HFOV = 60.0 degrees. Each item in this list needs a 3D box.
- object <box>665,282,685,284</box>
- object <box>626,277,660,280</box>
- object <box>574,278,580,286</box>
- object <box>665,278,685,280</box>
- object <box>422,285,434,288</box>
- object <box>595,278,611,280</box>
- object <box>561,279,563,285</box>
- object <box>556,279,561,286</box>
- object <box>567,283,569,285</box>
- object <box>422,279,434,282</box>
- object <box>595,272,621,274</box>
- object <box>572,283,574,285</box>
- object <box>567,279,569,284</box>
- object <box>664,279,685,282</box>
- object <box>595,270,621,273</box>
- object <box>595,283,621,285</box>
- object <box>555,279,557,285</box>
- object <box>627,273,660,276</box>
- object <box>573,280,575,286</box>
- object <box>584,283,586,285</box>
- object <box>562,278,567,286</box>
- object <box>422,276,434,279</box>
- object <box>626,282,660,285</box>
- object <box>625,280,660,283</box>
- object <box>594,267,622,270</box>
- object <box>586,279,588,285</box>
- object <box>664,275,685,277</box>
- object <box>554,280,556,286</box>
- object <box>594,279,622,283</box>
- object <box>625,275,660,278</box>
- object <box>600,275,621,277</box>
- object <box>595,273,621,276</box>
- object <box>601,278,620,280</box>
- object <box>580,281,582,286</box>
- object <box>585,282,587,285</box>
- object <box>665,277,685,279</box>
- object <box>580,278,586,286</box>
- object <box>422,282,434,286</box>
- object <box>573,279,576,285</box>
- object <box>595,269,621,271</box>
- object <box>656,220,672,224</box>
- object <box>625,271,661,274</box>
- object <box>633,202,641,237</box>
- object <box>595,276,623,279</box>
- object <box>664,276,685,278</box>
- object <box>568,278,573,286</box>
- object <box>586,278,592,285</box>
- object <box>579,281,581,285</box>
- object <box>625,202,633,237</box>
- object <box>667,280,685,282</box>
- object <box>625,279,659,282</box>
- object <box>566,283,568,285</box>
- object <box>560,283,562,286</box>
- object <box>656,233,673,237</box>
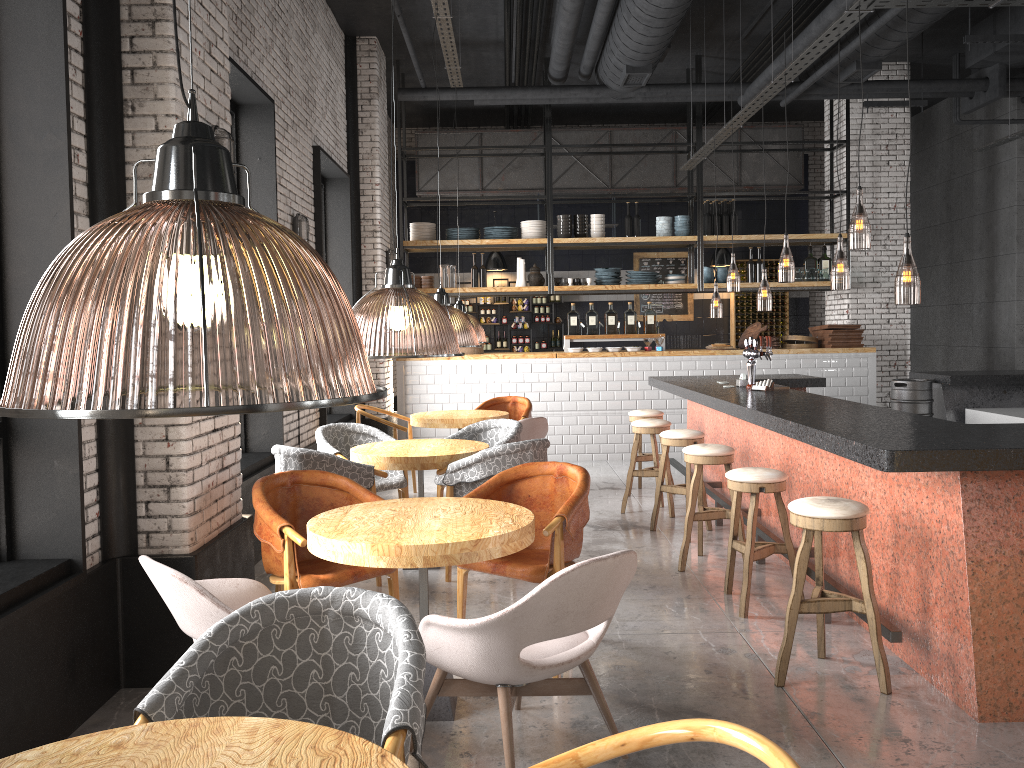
[{"bbox_3d":[2.111,-1.298,11.491,0.263,0.026,0.263,1,4,35],"label":"object"},{"bbox_3d":[1.695,-1.362,11.485,0.454,0.062,0.453,2,5,44],"label":"object"},{"bbox_3d":[0.825,-1.293,11.265,0.072,0.097,0.072,0,3,20],"label":"object"},{"bbox_3d":[2.110,-1.353,11.489,0.263,0.032,0.263,-4,4,-42],"label":"object"},{"bbox_3d":[-1.091,-1.249,11.502,0.157,0.053,0.168,-1,3,5],"label":"object"},{"bbox_3d":[1.244,-1.348,11.485,0.334,0.045,0.335,-1,3,-4],"label":"object"},{"bbox_3d":[0.664,-1.297,11.381,0.072,0.097,0.072,-2,3,-14],"label":"object"},{"bbox_3d":[0.587,-1.289,11.264,0.072,0.097,0.072,0,3,23],"label":"object"},{"bbox_3d":[0.742,-1.305,11.498,0.072,0.097,0.072,-2,3,-12],"label":"object"},{"bbox_3d":[-1.092,-1.330,11.499,0.157,0.053,0.168,-1,3,5],"label":"object"},{"bbox_3d":[1.244,-1.416,11.484,0.335,0.052,0.334,0,3,17],"label":"object"},{"bbox_3d":[0.824,-1.314,11.616,0.072,0.097,0.072,1,4,44],"label":"object"},{"bbox_3d":[0.743,-1.299,11.381,0.072,0.097,0.072,-1,3,1],"label":"object"},{"bbox_3d":[2.109,-1.339,11.490,0.265,0.038,0.265,0,4,22],"label":"object"},{"bbox_3d":[1.243,-1.443,11.482,0.335,0.036,0.335,-2,3,-11],"label":"object"},{"bbox_3d":[1.246,-1.282,11.488,0.335,0.033,0.335,-3,4,-31],"label":"object"},{"bbox_3d":[0.587,-1.296,11.381,0.072,0.097,0.072,-1,3,-1],"label":"object"},{"bbox_3d":[1.695,-1.408,11.484,0.454,0.048,0.454,1,4,27],"label":"object"},{"bbox_3d":[0.824,-1.307,11.499,0.072,0.097,0.072,0,3,29],"label":"object"},{"bbox_3d":[0.980,-1.316,11.616,0.072,0.097,0.072,-1,3,0],"label":"object"},{"bbox_3d":[0.665,-1.290,11.264,0.072,0.097,0.072,0,3,22],"label":"object"},{"bbox_3d":[-1.093,-1.372,11.498,0.157,0.053,0.168,-1,3,5],"label":"object"},{"bbox_3d":[1.697,-1.289,11.490,0.454,0.033,0.454,-2,3,-18],"label":"object"},{"bbox_3d":[1.696,-1.313,11.488,0.454,0.042,0.454,-3,4,-25],"label":"object"},{"bbox_3d":[1.243,-1.476,11.480,0.373,0.050,0.373,0,4,22],"label":"object"},{"bbox_3d":[0.981,-1.303,11.382,0.072,0.097,0.072,-1,3,4],"label":"object"},{"bbox_3d":[2.110,-1.393,11.488,0.265,0.034,0.265,0,3,13],"label":"object"},{"bbox_3d":[0.586,-1.309,11.615,0.072,0.097,0.072,0,3,25],"label":"object"},{"bbox_3d":[1.244,-1.318,11.489,0.373,0.067,0.372,-2,3,-19],"label":"object"},{"bbox_3d":[1.697,-1.385,11.484,0.454,0.065,0.453,-4,4,-37],"label":"object"},{"bbox_3d":[1.244,-1.387,11.484,0.334,0.039,0.335,-1,3,-1],"label":"object"},{"bbox_3d":[1.245,-1.400,11.485,0.335,0.052,0.334,2,4,38],"label":"object"},{"bbox_3d":[1.244,-1.336,11.486,0.334,0.051,0.335,1,4,30],"label":"object"},{"bbox_3d":[0.902,-1.301,11.382,0.072,0.097,0.072,-3,3,-41],"label":"object"},{"bbox_3d":[0.980,-1.310,11.499,0.072,0.097,0.072,-1,3,-1],"label":"object"},{"bbox_3d":[2.109,-1.364,11.489,0.263,0.028,0.263,1,4,27],"label":"object"},{"bbox_3d":[0.903,-1.295,11.265,0.072,0.097,0.072,-1,3,9],"label":"object"},{"bbox_3d":[-1.092,-1.294,11.501,0.157,0.053,0.168,-1,3,5],"label":"object"},{"bbox_3d":[0.825,-1.300,11.382,0.072,0.097,0.072,0,3,28],"label":"object"},{"bbox_3d":[1.245,-1.456,11.482,0.334,0.048,0.335,-2,3,-13],"label":"object"},{"bbox_3d":[1.967,-2.080,11.458,0.210,0.076,0.210,-3,4,-26],"label":"object"},{"bbox_3d":[1.697,-1.432,11.484,0.453,0.062,0.454,0,3,15],"label":"object"},{"bbox_3d":[1.608,-2.104,11.411,0.098,0.471,0.098,0,2,22],"label":"object"},{"bbox_3d":[1.248,-1.370,11.484,0.371,0.071,0.373,0,3,12],"label":"object"},{"bbox_3d":[2.109,-1.375,11.488,0.263,0.029,0.263,-2,4,-24],"label":"object"},{"bbox_3d":[0.743,-1.292,11.264,0.072,0.097,0.072,1,3,40],"label":"object"},{"bbox_3d":[0.981,-1.296,11.265,0.072,0.097,0.072,1,3,32],"label":"object"},{"bbox_3d":[0.901,-1.308,11.499,0.072,0.097,0.072,-1,3,8],"label":"object"},{"bbox_3d":[1.500,-2.102,11.410,0.098,0.471,0.098,0,2,22],"label":"object"},{"bbox_3d":[2.109,-1.321,11.490,0.263,0.037,0.263,-3,4,-27],"label":"object"},{"bbox_3d":[1.698,-1.337,11.487,0.453,0.050,0.454,0,4,20],"label":"object"},{"bbox_3d":[0.742,-1.312,11.615,0.072,0.097,0.072,-2,3,-11],"label":"object"},{"bbox_3d":[0.663,-1.311,11.615,0.072,0.097,0.072,0,3,19],"label":"object"},{"bbox_3d":[1.970,-1.907,11.468,0.210,0.065,0.210,0,3,18],"label":"object"}]
